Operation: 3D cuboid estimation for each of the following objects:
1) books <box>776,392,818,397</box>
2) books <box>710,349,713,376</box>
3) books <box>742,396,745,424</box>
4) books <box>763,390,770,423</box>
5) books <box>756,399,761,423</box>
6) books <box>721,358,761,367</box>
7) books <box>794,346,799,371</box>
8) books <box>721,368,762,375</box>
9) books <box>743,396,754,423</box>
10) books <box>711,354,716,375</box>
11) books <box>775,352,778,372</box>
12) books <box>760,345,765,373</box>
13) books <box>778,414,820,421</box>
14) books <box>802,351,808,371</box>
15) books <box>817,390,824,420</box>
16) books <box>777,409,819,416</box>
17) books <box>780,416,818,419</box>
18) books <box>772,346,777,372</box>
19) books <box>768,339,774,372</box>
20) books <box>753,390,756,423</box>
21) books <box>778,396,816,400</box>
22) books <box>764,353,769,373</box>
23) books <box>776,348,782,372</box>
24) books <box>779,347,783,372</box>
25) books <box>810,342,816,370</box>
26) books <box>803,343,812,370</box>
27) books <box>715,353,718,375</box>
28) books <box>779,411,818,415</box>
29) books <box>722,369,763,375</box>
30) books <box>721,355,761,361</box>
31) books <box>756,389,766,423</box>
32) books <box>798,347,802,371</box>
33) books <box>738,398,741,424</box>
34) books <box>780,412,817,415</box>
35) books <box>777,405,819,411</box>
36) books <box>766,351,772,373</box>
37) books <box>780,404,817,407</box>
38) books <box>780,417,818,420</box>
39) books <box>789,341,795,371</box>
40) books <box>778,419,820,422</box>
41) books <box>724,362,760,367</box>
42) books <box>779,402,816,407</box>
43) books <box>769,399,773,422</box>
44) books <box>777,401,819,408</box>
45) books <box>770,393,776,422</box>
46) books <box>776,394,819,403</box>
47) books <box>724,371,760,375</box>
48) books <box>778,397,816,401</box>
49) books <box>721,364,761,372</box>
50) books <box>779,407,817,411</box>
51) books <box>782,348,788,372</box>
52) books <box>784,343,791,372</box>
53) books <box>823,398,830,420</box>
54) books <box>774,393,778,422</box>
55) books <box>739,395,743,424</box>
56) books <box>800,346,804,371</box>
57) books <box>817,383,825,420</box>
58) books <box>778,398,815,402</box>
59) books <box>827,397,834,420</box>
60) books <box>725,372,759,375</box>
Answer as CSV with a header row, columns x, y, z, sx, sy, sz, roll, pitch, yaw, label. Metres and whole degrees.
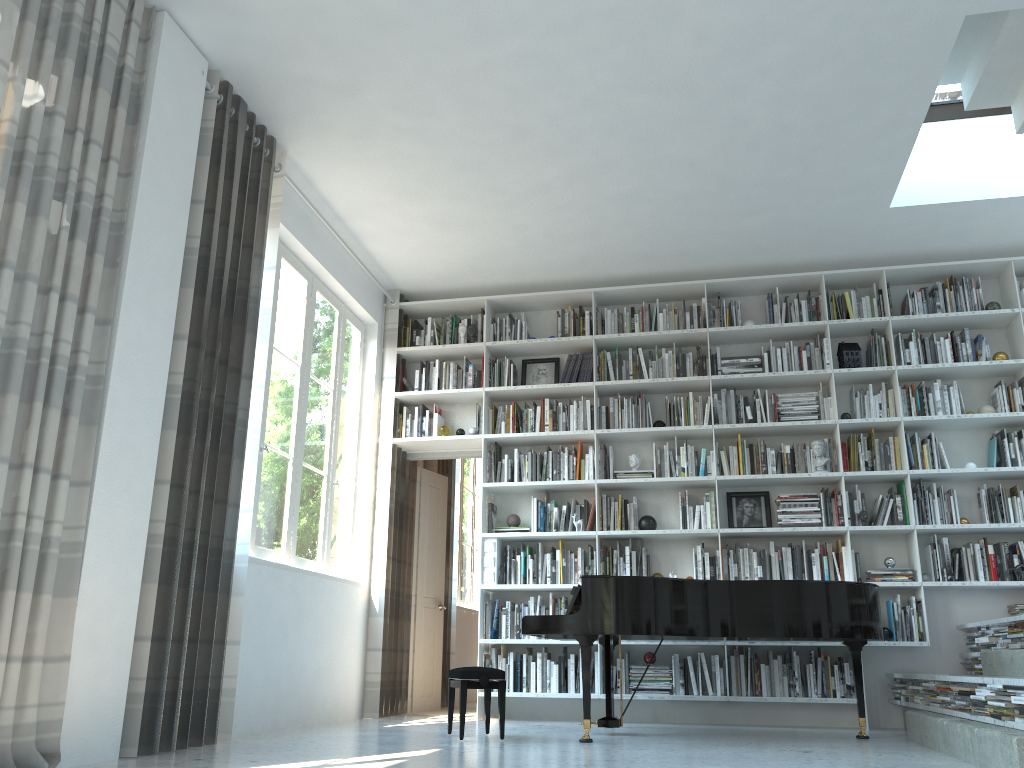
x,y,z,sx,sy,sz,roll,pitch,yaw,label
2.061,0.095,6.434,0.285,0.012,0.160,-4,-18,13,books
1.488,-0.116,6.631,0.012,0.253,0.161,-3,-17,12,books
1.685,0.227,6.472,0.011,0.239,0.148,-3,-17,12,books
1.849,0.200,6.431,0.021,0.268,0.192,-3,-17,12,books
1.790,0.232,6.447,0.024,0.216,0.148,-3,-17,12,books
1.701,-0.147,6.588,0.285,0.024,0.160,-4,-18,13,books
2.072,-0.139,6.485,0.023,0.222,0.191,-3,-17,12,books
1.699,-0.083,6.569,0.285,0.012,0.160,-2,-18,10,books
1.723,0.224,6.458,0.066,0.236,0.154,-3,-17,12,books
1.503,-0.098,6.600,0.027,0.201,0.168,-3,-17,12,books
1.943,-0.117,6.529,0.011,0.203,0.133,-3,-17,12,books
1.851,-0.139,6.544,0.012,0.253,0.161,-3,-17,12,books
2.059,0.246,6.386,0.285,0.012,0.160,-2,-18,9,books
2.130,-0.125,6.469,0.029,0.187,0.176,-3,-18,12,books
2.210,0.189,6.357,0.012,0.253,0.161,-3,-17,12,books
2.060,0.213,6.401,0.285,0.012,0.160,-3,-18,13,books
2.060,0.259,6.387,0.254,0.012,0.161,-3,-18,11,books
1.925,-0.136,6.526,0.021,0.237,0.172,-3,-17,12,books
1.907,-0.162,6.521,0.011,0.283,0.190,-3,-17,12,books
1.769,0.202,6.468,0.022,0.284,0.131,-3,-17,12,books
2.062,0.119,6.432,0.254,0.012,0.161,-3,-18,12,books
1.867,-0.110,6.526,0.025,0.187,0.194,-3,-18,12,books
1.959,-0.128,6.514,0.027,0.215,0.190,-3,-17,12,books
1.980,-0.139,6.525,0.012,0.243,0.132,-3,-17,12,books
2.193,-0.159,6.482,0.029,0.260,0.133,-3,-17,12,books
2.160,-0.156,6.471,0.032,0.247,0.174,-3,-17,12,books
1.525,-0.103,6.611,0.013,0.217,0.141,-3,-17,12,books
2.060,0.223,6.395,0.254,0.012,0.161,-2,-18,10,books
1.698,-0.072,6.563,0.285,0.012,0.160,-2,-18,9,books
1.702,-0.168,6.600,0.285,0.024,0.160,-3,-18,12,books
1.818,0.196,6.455,0.049,0.290,0.162,-3,-17,12,books
2.102,-0.141,6.492,0.010,0.229,0.153,-3,-17,12,books
1.660,0.232,6.479,0.014,0.232,0.147,-3,-17,12,books
2.060,0.235,6.392,0.254,0.012,0.161,-4,-18,13,books
2.060,0.188,6.404,0.285,0.012,0.160,-4,-18,14,books
1.898,-0.120,6.554,0.024,0.222,0.129,-3,-17,12,books
2.060,0.177,6.407,0.254,0.012,0.161,-2,-18,9,books
2.060,0.271,6.385,0.254,0.012,0.161,-3,-18,12,books
2.051,-0.158,6.504,0.023,0.268,0.185,-3,-17,12,books
2.060,0.282,6.380,0.285,0.012,0.160,-3,-18,13,books
1.700,-0.125,6.577,0.254,0.025,0.161,-2,-18,8,books
2.060,0.166,6.413,0.254,0.012,0.161,-4,-18,13,books
1.874,0.229,6.434,0.024,0.215,0.133,-3,-17,12,books
2.061,0.155,6.419,0.285,0.012,0.160,-3,-18,11,books
1.891,0.212,6.426,0.015,0.244,0.183,-3,-17,12,books
2.059,0.104,6.424,0.285,0.012,0.160,-2,-18,7,books
1.698,-0.061,6.560,0.254,0.012,0.161,-2,-18,9,books
2.061,0.130,6.424,0.254,0.012,0.161,-4,-18,13,books
1.699,-0.102,6.567,0.285,0.024,0.160,-5,-18,16,books
2.060,0.201,6.404,0.254,0.012,0.161,-3,-18,13,books
1.998,-0.131,6.509,0.028,0.218,0.184,-3,-17,12,books
2.030,-0.152,6.529,0.029,0.272,0.141,-3,-17,12,books
2.245,0.218,6.355,0.029,0.198,0.172,-3,-17,12,books
1.903,0.206,6.412,0.013,0.246,0.177,-3,-17,12,books
1.673,0.222,6.475,0.014,0.249,0.173,-3,-17,12,books
2.111,-0.143,6.483,0.012,0.229,0.159,-3,-17,12,books
2.226,0.162,6.379,0.012,0.318,0.140,-3,-17,12,books
2.059,0.141,6.414,0.254,0.012,0.161,-5,-18,16,books
2.275,0.214,6.355,0.030,0.204,0.159,-3,-17,12,books
1.697,-0.050,6.553,0.254,0.012,0.161,-5,-18,16,books
